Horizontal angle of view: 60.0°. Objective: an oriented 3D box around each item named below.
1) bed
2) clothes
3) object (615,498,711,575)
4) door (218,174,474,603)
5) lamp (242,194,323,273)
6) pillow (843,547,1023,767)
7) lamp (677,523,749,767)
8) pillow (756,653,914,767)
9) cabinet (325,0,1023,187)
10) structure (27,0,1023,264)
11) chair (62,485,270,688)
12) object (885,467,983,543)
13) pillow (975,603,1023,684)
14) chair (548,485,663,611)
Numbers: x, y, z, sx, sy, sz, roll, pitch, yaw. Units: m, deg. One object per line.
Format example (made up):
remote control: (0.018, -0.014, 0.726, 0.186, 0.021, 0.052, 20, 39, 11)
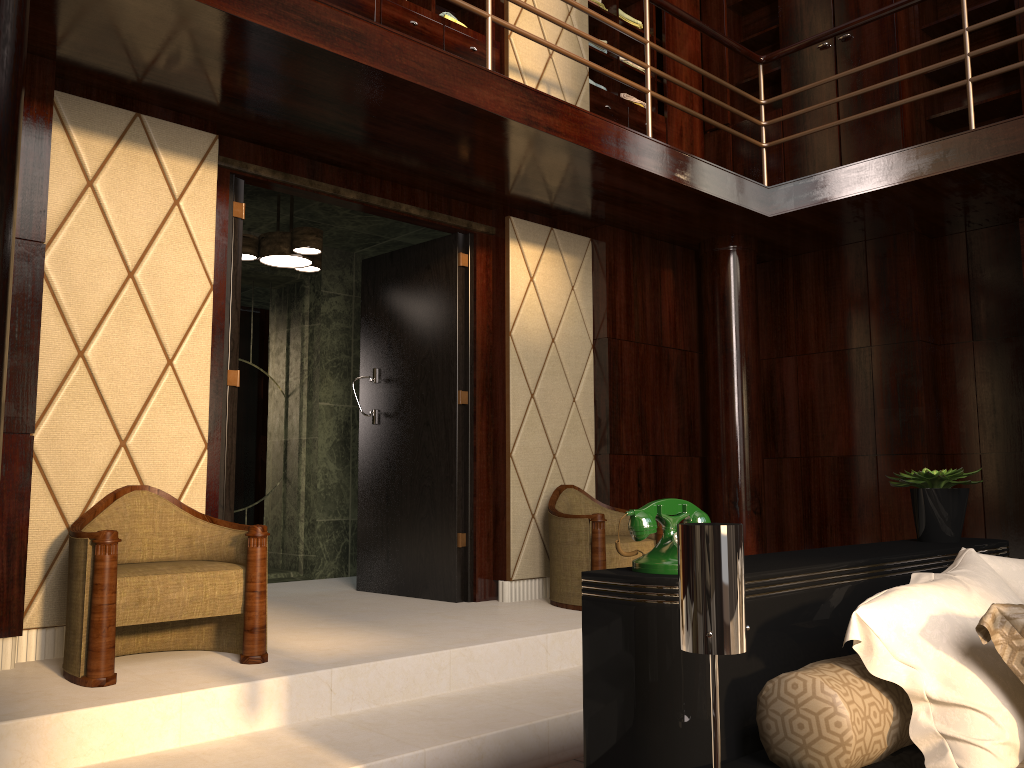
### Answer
bed: (1.513, 0.624, 1.241, 1.985, 0.660, 2.381, 6, -9, -42)
clothes: (-1.047, -2.296, 3.910, 0.818, 0.954, 4.996, -6, -9, 40)
object: (0.282, 0.276, 1.629, 0.178, 0.131, 0.158, -1, -7, 10)
door: (-0.977, 0.125, 4.106, 1.435, 1.820, 0.828, 6, -9, -44)
lamp: (-1.196, -0.791, 4.497, 0.467, 0.347, 0.515, 1, -7, -13)
pillow: (1.172, 0.482, 1.640, 1.322, 0.320, 0.685, 6, -9, -41)
lamp: (0.291, 0.397, 1.283, 0.106, 0.385, 0.109, 4, -8, -35)
pillow: (0.952, 0.587, 1.853, 1.396, 0.167, 0.173, 6, -9, -42)
cabinet: (-0.238, -2.291, 3.673, 6.767, 2.432, 2.576, 6, -9, -42)
structure: (0.628, -0.496, 2.529, 6.107, 3.189, 3.750, 6, -9, -42)
chair: (-1.100, 0.592, 2.777, 0.571, 0.550, 0.462, 6, -9, -42)
object: (1.166, 0.331, 2.443, 0.241, 0.205, 0.256, -4, -8, 29)
pillow: (1.209, 0.506, 1.635, 1.123, 0.271, 0.293, 6, -9, -42)
chair: (0.421, 0.749, 4.176, 0.571, 0.550, 0.462, 6, -9, -42)
